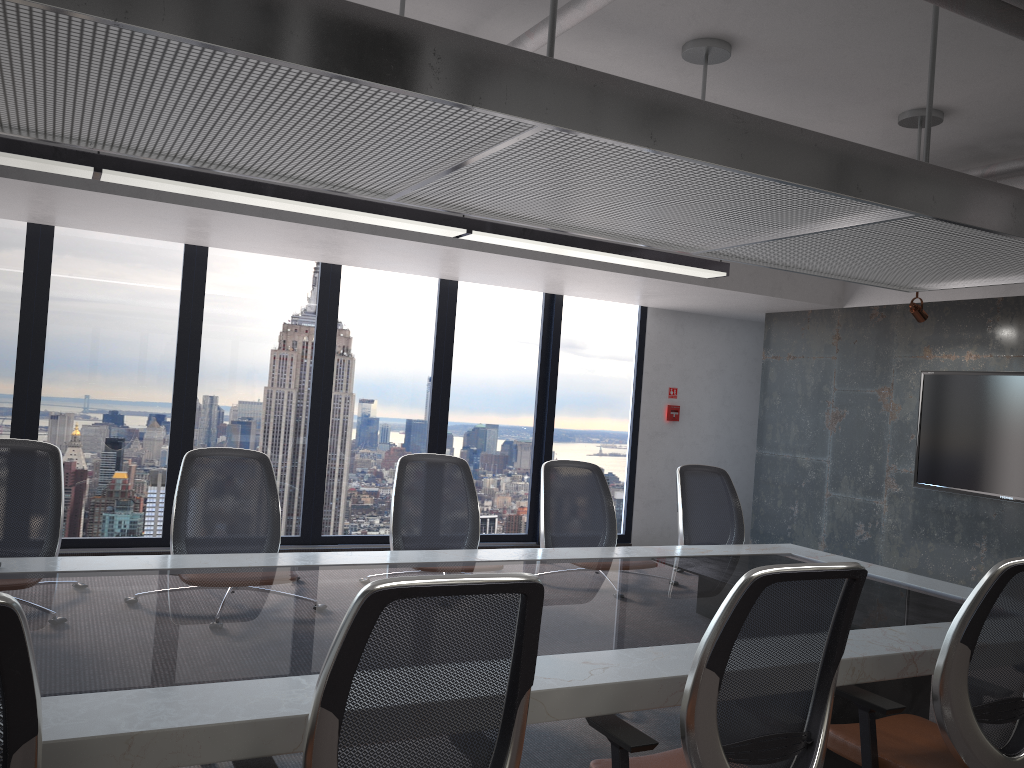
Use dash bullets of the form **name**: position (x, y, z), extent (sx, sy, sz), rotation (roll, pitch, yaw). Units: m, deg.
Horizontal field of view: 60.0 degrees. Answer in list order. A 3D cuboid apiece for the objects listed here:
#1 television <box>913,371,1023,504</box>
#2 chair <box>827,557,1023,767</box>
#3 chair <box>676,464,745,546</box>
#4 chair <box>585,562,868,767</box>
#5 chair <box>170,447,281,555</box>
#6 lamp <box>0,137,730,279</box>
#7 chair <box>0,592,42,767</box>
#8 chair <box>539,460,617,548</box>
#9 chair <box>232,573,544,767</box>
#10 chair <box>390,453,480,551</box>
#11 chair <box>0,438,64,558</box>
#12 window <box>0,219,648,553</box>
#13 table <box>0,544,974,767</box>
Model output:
- **television**: position (4.206, 0.412, 5.658), extent (0.101, 0.960, 3.667), rotation (5, -1, -28)
- **chair**: position (1.355, 1.067, 2.886), extent (0.828, 1.166, 0.789), rotation (4, -1, 26)
- **chair**: position (1.308, 1.094, 5.211), extent (0.828, 1.166, 0.789), rotation (4, -1, 26)
- **chair**: position (0.518, 1.000, 2.446), extent (0.828, 1.166, 0.789), rotation (4, -1, 26)
- **chair**: position (-1.203, 0.894, 3.892), extent (0.828, 1.166, 0.789), rotation (4, -1, 26)
- **lamp**: position (-0.242, -1.374, 3.151), extent (6.097, 0.908, 4.126), rotation (5, -1, -28)
- **chair**: position (-1.156, 0.867, 1.567), extent (0.828, 1.166, 0.789), rotation (4, -1, 26)
- **chair**: position (0.471, 1.027, 4.771), extent (0.828, 1.166, 0.789), rotation (4, -1, 26)
- **chair**: position (-0.319, 0.934, 2.006), extent (0.828, 1.166, 0.789), rotation (4, -1, 26)
- **chair**: position (-0.317, 0.965, 4.457), extent (0.828, 1.166, 0.789), rotation (4, -1, 32)
- **chair**: position (-2.073, 0.825, 3.511), extent (0.828, 1.166, 0.789), rotation (4, -1, 37)
- **window**: position (-2.730, 0.055, 7.363), extent (9.225, 2.670, 0.121), rotation (5, -1, -28)
- **table**: position (-0.353, 1.151, 3.167), extent (5.498, 0.745, 1.898), rotation (5, -1, -28)
